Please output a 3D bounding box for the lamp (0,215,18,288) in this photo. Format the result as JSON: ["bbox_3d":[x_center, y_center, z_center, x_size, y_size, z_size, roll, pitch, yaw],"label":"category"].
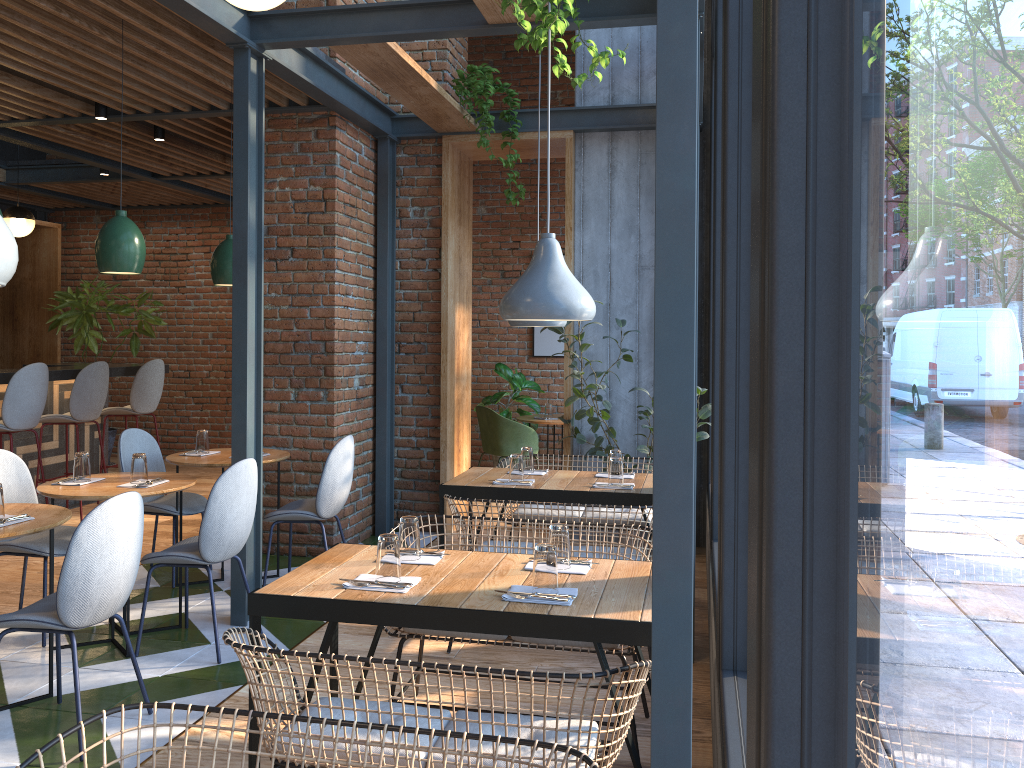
[{"bbox_3d":[-0.773,-2.366,1.042,0.353,4.489,0.353,0,0,-26],"label":"lamp"}]

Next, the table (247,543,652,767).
[{"bbox_3d":[-0.085,0.959,2.780,1.271,0.706,0.659,1,2,12],"label":"table"}]

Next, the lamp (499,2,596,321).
[{"bbox_3d":[0.145,-2.476,3.210,0.353,4.489,0.353,1,0,28],"label":"lamp"}]

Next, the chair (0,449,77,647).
[{"bbox_3d":[-2.343,0.768,4.345,0.507,0.887,0.418,1,1,8],"label":"chair"}]

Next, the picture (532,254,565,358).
[{"bbox_3d":[0.577,-0.822,9.306,0.725,1.094,0.023,1,0,12],"label":"picture"}]

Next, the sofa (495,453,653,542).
[{"bbox_3d":[0.435,0.817,5.247,1.092,0.732,0.471,1,1,12],"label":"sofa"}]

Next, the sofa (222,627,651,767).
[{"bbox_3d":[-0.202,0.975,2.227,1.092,0.732,0.471,1,1,12],"label":"sofa"}]

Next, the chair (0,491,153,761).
[{"bbox_3d":[-1.633,0.832,3.252,0.507,0.887,0.418,1,1,13],"label":"chair"}]

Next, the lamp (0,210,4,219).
[{"bbox_3d":[-2.049,-1.494,3.360,0.224,2.021,0.224,1,0,15],"label":"lamp"}]

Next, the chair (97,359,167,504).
[{"bbox_3d":[-3.308,0.401,7.722,0.507,1.243,0.418,1,1,11],"label":"chair"}]

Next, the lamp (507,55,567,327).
[{"bbox_3d":[0.165,-2.584,5.224,0.353,4.489,0.353,1,0,17],"label":"lamp"}]

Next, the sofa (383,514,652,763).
[{"bbox_3d":[0.031,0.917,3.332,1.092,0.732,0.471,1,1,12],"label":"sofa"}]

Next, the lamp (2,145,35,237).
[{"bbox_3d":[-4.310,-3.180,7.738,0.268,3.793,0.268,1,0,21],"label":"lamp"}]

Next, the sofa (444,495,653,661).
[{"bbox_3d":[0.202,0.875,4.143,1.092,0.732,0.471,1,1,12],"label":"sofa"}]

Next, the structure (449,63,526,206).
[{"bbox_3d":[-0.155,-1.703,6.070,0.513,0.968,0.664,0,1,4],"label":"structure"}]

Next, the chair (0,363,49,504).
[{"bbox_3d":[-3.558,0.468,6.244,0.507,1.243,0.418,1,1,8],"label":"chair"}]

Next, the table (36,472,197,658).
[{"bbox_3d":[-1.883,0.846,4.244,0.699,0.747,0.700,-1,2,-36],"label":"table"}]

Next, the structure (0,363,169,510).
[{"bbox_3d":[-5.075,0.397,6.125,2.917,1.395,4.925,1,3,12],"label":"structure"}]

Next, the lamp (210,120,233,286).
[{"bbox_3d":[-1.656,-1.592,5.223,0.224,2.021,0.224,1,0,15],"label":"lamp"}]

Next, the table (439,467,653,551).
[{"bbox_3d":[0.317,0.859,4.688,1.271,0.706,0.659,1,2,12],"label":"table"}]

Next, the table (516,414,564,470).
[{"bbox_3d":[0.438,0.668,8.428,0.807,0.687,0.808,0,2,-4],"label":"table"}]

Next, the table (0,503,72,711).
[{"bbox_3d":[-2.067,0.892,3.372,0.699,0.747,0.700,1,2,22],"label":"table"}]

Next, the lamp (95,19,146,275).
[{"bbox_3d":[-1.865,-1.540,4.232,0.224,2.021,0.224,1,0,15],"label":"lamp"}]

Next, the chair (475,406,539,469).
[{"bbox_3d":[-0.049,0.611,8.201,0.515,0.818,0.639,0,1,-24],"label":"chair"}]

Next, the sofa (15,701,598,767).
[{"bbox_3d":[-0.362,1.015,1.466,1.092,0.732,0.471,1,1,12],"label":"sofa"}]

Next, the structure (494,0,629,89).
[{"bbox_3d":[0.095,-1.581,3.273,0.528,0.924,0.942,1,2,18],"label":"structure"}]

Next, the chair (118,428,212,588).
[{"bbox_3d":[-2.090,0.716,5.327,0.507,0.887,0.418,1,1,13],"label":"chair"}]

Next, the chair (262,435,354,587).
[{"bbox_3d":[-1.176,0.734,5.129,0.507,0.887,0.418,1,1,8],"label":"chair"}]

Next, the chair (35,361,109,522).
[{"bbox_3d":[-3.472,0.438,7.008,0.507,1.243,0.418,1,1,10],"label":"chair"}]

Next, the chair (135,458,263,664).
[{"bbox_3d":[-1.464,0.784,4.155,0.507,0.887,0.418,1,1,13],"label":"chair"}]

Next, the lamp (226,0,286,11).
[{"bbox_3d":[-0.731,-2.972,2.527,0.268,3.793,0.268,0,0,-35],"label":"lamp"}]

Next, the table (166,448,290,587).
[{"bbox_3d":[-1.674,0.794,5.236,0.699,0.747,0.700,-1,2,-32],"label":"table"}]
